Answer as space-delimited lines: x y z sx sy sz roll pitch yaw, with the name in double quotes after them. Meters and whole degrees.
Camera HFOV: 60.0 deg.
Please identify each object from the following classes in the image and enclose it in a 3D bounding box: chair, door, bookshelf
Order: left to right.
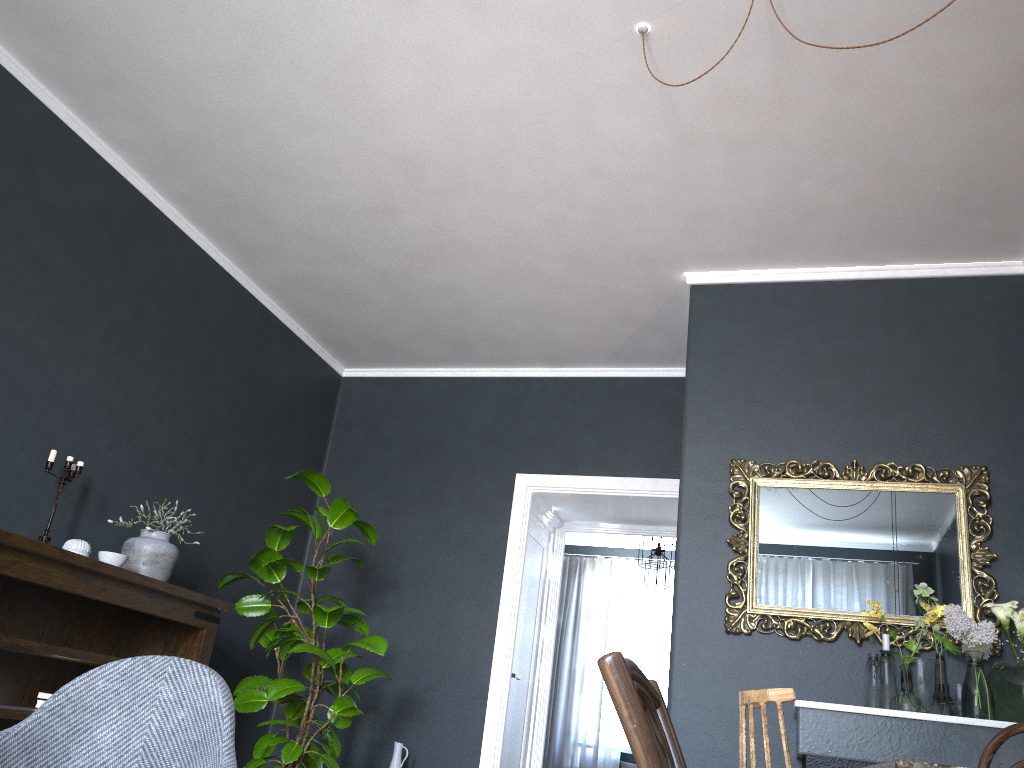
-1.863 1.209 3.234 0.451 1.166 1.929 0 -23 17 "bookshelf"
-0.927 0.982 1.912 0.645 0.807 0.497 9 -22 -3 "chair"
0.025 1.847 5.528 0.162 2.175 0.861 0 -23 17 "door"
1.172 3.968 8.494 0.435 0.794 0.595 0 -23 17 "chair"
0.307 0.714 0.871 0.467 0.815 0.365 1 -23 17 "chair"
0.540 0.962 1.436 0.384 0.852 0.458 6 -22 4 "chair"
1.200 1.140 1.754 0.438 0.915 0.552 -1 -23 20 "chair"

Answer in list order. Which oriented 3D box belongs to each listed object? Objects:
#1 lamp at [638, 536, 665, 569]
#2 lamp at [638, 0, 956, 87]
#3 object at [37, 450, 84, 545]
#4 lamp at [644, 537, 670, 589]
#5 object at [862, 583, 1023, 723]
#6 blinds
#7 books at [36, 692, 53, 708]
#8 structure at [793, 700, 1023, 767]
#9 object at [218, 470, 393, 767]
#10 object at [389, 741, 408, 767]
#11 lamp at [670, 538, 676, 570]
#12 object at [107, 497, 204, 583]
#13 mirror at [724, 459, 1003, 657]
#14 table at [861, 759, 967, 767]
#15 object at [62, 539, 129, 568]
1.241 1.251 7.784 0.210 0.710 0.211 -6 -25 30 "lamp"
0.672 -0.733 1.990 0.585 1.566 1.594 25 -27 -37 "lamp"
-1.871 0.486 3.600 0.130 0.435 0.145 22 -26 -32 "object"
1.344 1.452 8.108 0.210 0.800 0.211 -6 -25 30 "lamp"
1.678 0.977 3.272 0.727 0.544 0.477 -1 -23 20 "object"
1.938 3.216 9.054 3.992 2.774 0.314 0 -23 17 "blinds"
-1.792 1.316 3.572 0.174 0.113 0.198 5 -22 7 "books"
1.434 1.613 2.887 1.065 0.976 0.838 0 -23 17 "structure"
-1.062 1.386 4.350 1.118 1.888 0.768 3 -22 12 "object"
-0.723 2.071 4.805 0.229 0.266 0.229 23 -27 -34 "object"
1.460 1.167 7.421 0.210 0.765 0.211 -6 -25 30 "lamp"
-1.615 0.695 3.989 0.385 0.410 0.277 9 -22 -3 "object"
1.438 0.692 3.709 1.056 0.780 0.067 0 -23 17 "mirror"
0.957 0.894 0.977 1.126 0.723 1.613 0 -23 17 "table"
-1.707 0.702 3.631 0.255 0.103 0.118 14 -23 -15 "object"
